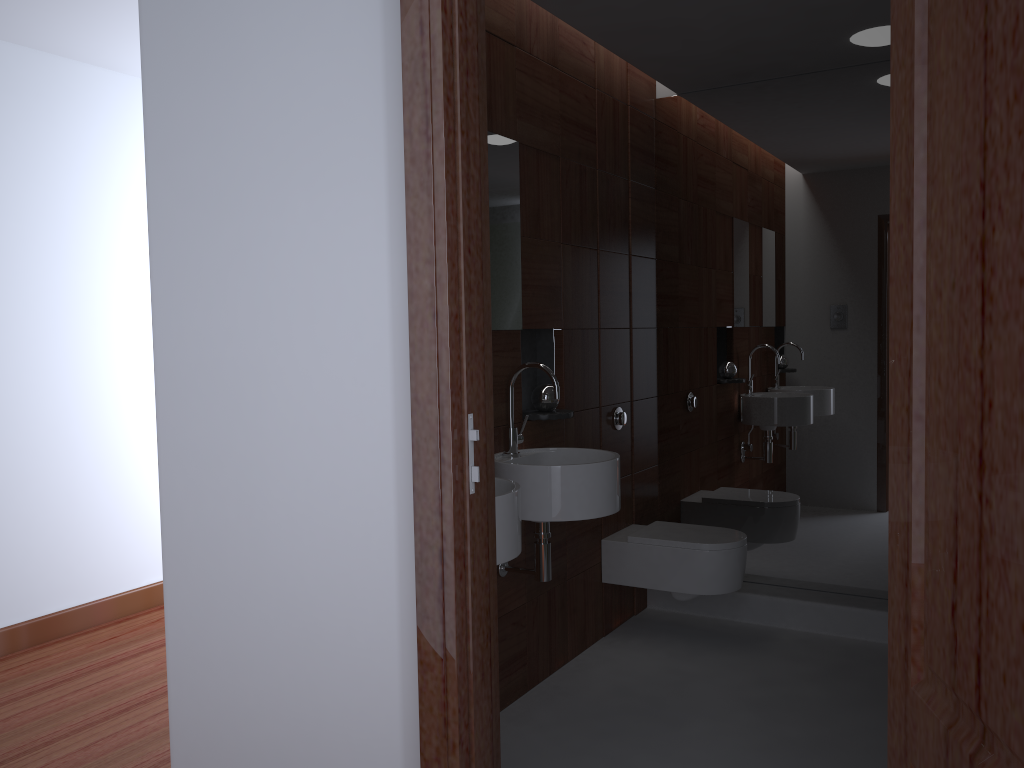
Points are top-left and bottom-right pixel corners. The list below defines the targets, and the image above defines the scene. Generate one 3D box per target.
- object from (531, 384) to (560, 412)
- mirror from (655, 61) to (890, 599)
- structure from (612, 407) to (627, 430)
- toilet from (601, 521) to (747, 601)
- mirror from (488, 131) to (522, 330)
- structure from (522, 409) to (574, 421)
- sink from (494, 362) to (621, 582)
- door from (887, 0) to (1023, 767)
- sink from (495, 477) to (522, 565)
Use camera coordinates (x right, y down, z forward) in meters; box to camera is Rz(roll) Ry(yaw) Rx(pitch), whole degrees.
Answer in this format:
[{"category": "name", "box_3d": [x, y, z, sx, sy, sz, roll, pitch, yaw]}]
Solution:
[{"category": "object", "box_3d": [-0.196, 0.087, 2.645, 0.104, 0.104, 1.350, 1, 4, 31]}, {"category": "mirror", "box_3d": [1.297, -0.205, 3.753, 1.433, 2.183, 0.019, 1, 4, 31]}, {"category": "structure", "box_3d": [0.458, 0.146, 3.732, 0.034, 0.098, 0.098, 1, 4, 31]}, {"category": "toilet", "box_3d": [0.684, 0.746, 3.629, 0.547, 0.284, 0.329, 1, 4, 31]}, {"category": "mirror", "box_3d": [-0.055, -0.494, 2.889, 0.010, 0.635, 0.316, 1, 4, 31]}, {"category": "structure", "box_3d": [0.111, 0.110, 3.191, 0.222, 0.023, 0.220, 0, 3, 21]}, {"category": "sink", "box_3d": [0.135, 0.287, 2.825, 0.417, 0.715, 0.415, 1, 4, 31]}, {"category": "door", "box_3d": [0.449, 0.181, 0.802, 0.095, 1.780, 0.708, -1, 3, 7]}, {"category": "sink", "box_3d": [-0.185, 0.324, 2.282, 0.417, 0.715, 0.415, 1, 4, 31]}]
